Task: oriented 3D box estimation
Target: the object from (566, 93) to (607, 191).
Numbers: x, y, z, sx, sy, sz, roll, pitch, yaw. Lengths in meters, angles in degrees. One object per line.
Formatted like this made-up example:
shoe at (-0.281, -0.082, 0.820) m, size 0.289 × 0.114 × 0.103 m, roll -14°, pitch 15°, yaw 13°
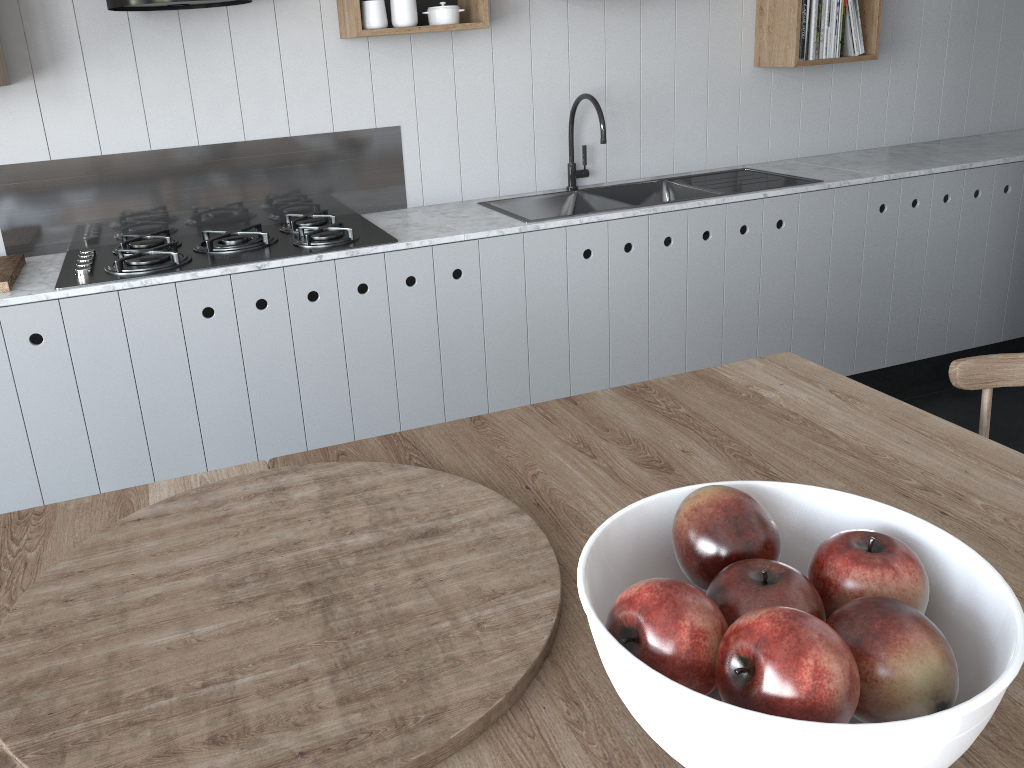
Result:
object at (0.292, -0.876, 3.245) m, size 0.089 × 0.368 × 0.299 m, roll -10°, pitch 21°, yaw -20°

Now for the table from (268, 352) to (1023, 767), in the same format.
table at (0.479, 0.706, 0.653) m, size 0.922 × 0.737 × 2.109 m, roll -11°, pitch 22°, yaw -19°

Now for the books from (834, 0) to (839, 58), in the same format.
books at (1.217, -1.407, 3.453) m, size 0.011 × 0.250 × 0.147 m, roll -10°, pitch 20°, yaw -20°

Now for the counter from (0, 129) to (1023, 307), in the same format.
counter at (-0.077, -0.587, 3.073) m, size 6.035 × 0.020 × 0.598 m, roll -11°, pitch 22°, yaw -18°

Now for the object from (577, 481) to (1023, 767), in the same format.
object at (0.212, 0.224, 0.699) m, size 0.310 × 0.162 × 0.325 m, roll -12°, pitch 22°, yaw -21°

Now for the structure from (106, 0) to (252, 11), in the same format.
structure at (-1.003, -1.528, 2.491) m, size 0.424 × 0.854 × 0.411 m, roll 6°, pitch 21°, yaw 25°

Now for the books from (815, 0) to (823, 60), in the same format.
books at (1.142, -1.376, 3.436) m, size 0.018 × 0.216 × 0.157 m, roll -10°, pitch 21°, yaw -20°

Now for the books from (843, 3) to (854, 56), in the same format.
books at (1.278, -1.401, 3.479) m, size 0.068 × 0.218 × 0.148 m, roll -10°, pitch 21°, yaw -20°

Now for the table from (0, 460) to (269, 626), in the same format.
table at (-0.384, 0.877, 0.372) m, size 0.922 × 0.737 × 2.109 m, roll -11°, pitch 22°, yaw -19°

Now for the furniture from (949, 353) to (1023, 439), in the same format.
furniture at (0.910, 0.565, 0.852) m, size 0.536 × 0.797 × 1.405 m, roll -11°, pitch 22°, yaw -19°

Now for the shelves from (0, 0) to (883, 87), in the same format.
shelves at (-0.260, -1.356, 2.912) m, size 3.525 × 0.784 × 0.310 m, roll -11°, pitch 21°, yaw -18°

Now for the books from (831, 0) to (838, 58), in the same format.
books at (1.210, -1.390, 3.449) m, size 0.011 × 0.223 × 0.148 m, roll -10°, pitch 21°, yaw -20°

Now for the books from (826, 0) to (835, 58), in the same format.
books at (1.194, -1.394, 3.451) m, size 0.015 × 0.230 × 0.154 m, roll -10°, pitch 21°, yaw -20°

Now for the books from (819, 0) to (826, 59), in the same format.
books at (1.156, -1.404, 3.446) m, size 0.025 × 0.259 × 0.166 m, roll -10°, pitch 21°, yaw -20°

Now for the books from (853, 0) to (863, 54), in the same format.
books at (1.307, -1.424, 3.473) m, size 0.075 × 0.244 × 0.147 m, roll -10°, pitch 21°, yaw -19°

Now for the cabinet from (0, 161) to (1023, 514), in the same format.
cabinet at (0.052, -0.135, 2.939) m, size 6.031 × 0.735 × 0.010 m, roll -11°, pitch 20°, yaw -18°

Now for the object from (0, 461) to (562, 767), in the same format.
object at (-0.245, 0.243, 0.929) m, size 0.598 × 0.023 × 0.688 m, roll -3°, pitch 21°, yaw 2°

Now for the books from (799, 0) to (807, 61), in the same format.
books at (1.064, -1.402, 3.426) m, size 0.021 × 0.281 × 0.213 m, roll -10°, pitch 21°, yaw -20°

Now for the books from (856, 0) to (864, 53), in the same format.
books at (1.319, -1.418, 3.484) m, size 0.068 × 0.218 × 0.148 m, roll -10°, pitch 21°, yaw -20°

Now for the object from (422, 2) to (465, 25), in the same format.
object at (-0.227, -1.230, 2.934) m, size 0.126 × 0.072 × 0.112 m, roll -21°, pitch 27°, yaw -38°

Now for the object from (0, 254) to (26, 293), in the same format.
object at (-1.593, -0.306, 2.564) m, size 0.286 × 0.030 × 0.413 m, roll -12°, pitch 23°, yaw -19°

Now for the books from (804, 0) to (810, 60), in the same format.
books at (1.076, -1.406, 3.440) m, size 0.013 × 0.277 × 0.226 m, roll -10°, pitch 21°, yaw -20°

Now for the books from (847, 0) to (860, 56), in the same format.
books at (1.283, -1.436, 3.470) m, size 0.096 × 0.285 × 0.162 m, roll -10°, pitch 20°, yaw -19°

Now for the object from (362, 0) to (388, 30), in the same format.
object at (-0.442, -1.182, 2.835) m, size 0.085 × 0.086 × 0.083 m, roll 2°, pitch 21°, yaw 15°

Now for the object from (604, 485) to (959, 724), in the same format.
object at (0.213, 0.205, 0.689) m, size 0.243 × 0.164 × 0.249 m, roll 8°, pitch 24°, yaw 29°

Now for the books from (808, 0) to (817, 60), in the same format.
books at (1.114, -1.387, 3.418) m, size 0.014 × 0.253 × 0.168 m, roll -10°, pitch 21°, yaw -20°

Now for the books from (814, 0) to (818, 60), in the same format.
books at (1.123, -1.393, 3.431) m, size 0.014 × 0.253 × 0.168 m, roll -10°, pitch 21°, yaw -20°

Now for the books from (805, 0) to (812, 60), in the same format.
books at (1.084, -1.411, 3.451) m, size 0.010 × 0.276 × 0.235 m, roll -10°, pitch 21°, yaw -20°

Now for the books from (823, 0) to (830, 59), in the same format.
books at (1.175, -1.405, 3.452) m, size 0.014 × 0.253 × 0.168 m, roll -10°, pitch 21°, yaw -20°

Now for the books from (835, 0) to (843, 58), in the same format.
books at (1.231, -1.393, 3.454) m, size 0.011 × 0.224 × 0.148 m, roll -10°, pitch 21°, yaw -20°

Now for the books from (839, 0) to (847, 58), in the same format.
books at (1.244, -1.393, 3.455) m, size 0.014 × 0.220 × 0.147 m, roll -10°, pitch 21°, yaw -20°

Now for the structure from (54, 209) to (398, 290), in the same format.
structure at (-0.904, -0.456, 2.798) m, size 0.968 × 0.047 × 0.572 m, roll -11°, pitch 22°, yaw -18°

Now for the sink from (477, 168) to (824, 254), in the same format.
sink at (0.505, -0.625, 3.251) m, size 1.159 × 0.163 × 0.467 m, roll -11°, pitch 22°, yaw -18°

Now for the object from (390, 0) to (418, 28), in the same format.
object at (-0.350, -1.213, 2.860) m, size 0.085 × 0.114 × 0.088 m, roll -10°, pitch 21°, yaw -19°
